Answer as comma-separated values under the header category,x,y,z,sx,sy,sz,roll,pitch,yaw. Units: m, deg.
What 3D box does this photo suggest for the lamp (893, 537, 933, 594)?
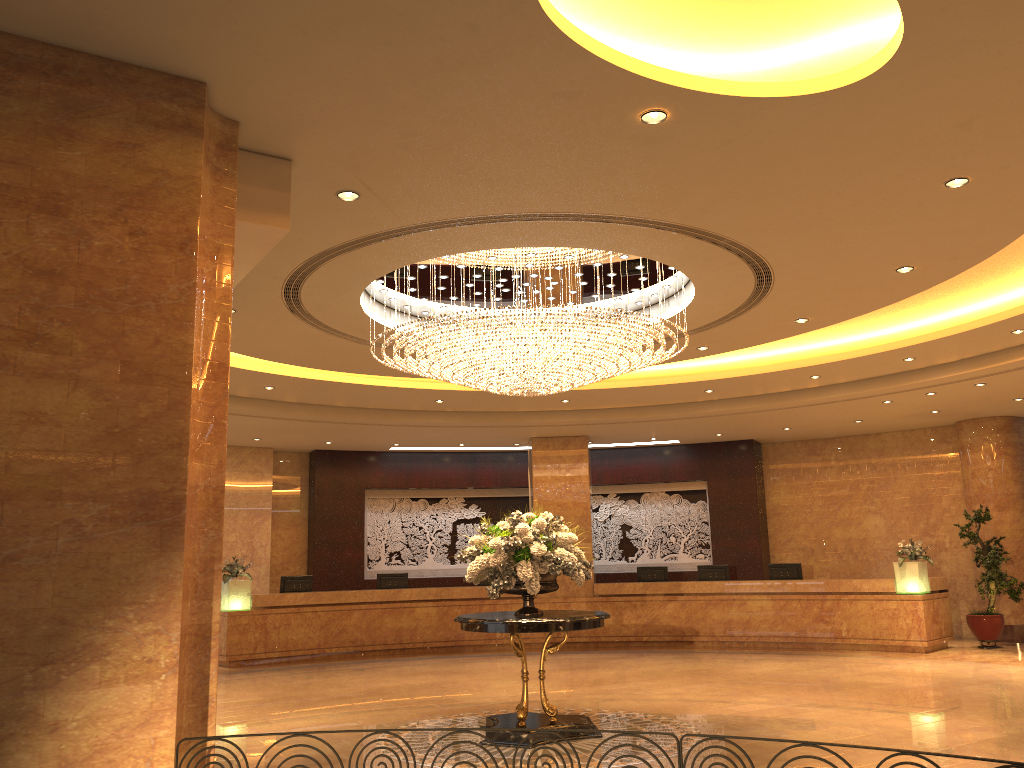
category,x,y,z,sx,sy,sz,roll,pitch,yaw
lamp,6.625,2.977,14.576,0.606,0.897,0.532,-10,-14,36

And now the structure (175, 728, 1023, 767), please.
category,x,y,z,sx,sy,sz,roll,pitch,yaw
structure,1.163,1.447,0.910,3.815,0.995,7.624,1,-12,-13

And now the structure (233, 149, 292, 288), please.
category,x,y,z,sx,sy,sz,roll,pitch,yaw
structure,-2.683,-0.860,7.305,0.425,0.483,4.113,6,-13,-31

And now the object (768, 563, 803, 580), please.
category,x,y,z,sx,sy,sz,roll,pitch,yaw
object,5.009,3.533,16.222,0.430,0.500,0.531,4,-12,-24

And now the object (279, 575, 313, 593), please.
category,x,y,z,sx,sy,sz,roll,pitch,yaw
object,-3.916,3.733,16.091,0.531,0.500,0.430,-2,-11,5

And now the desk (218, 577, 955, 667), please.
category,x,y,z,sx,sy,sz,roll,pitch,yaw
desk,1.022,4.244,16.101,12.951,1.155,3.466,-2,-11,2

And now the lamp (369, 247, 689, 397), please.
category,x,y,z,sx,sy,sz,roll,pitch,yaw
lamp,0.171,-0.481,9.059,3.206,1.196,3.204,-2,-11,5

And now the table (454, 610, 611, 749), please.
category,x,y,z,sx,sy,sz,roll,pitch,yaw
table,0.206,2.736,8.378,1.493,1.089,1.493,8,-14,-38

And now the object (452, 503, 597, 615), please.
category,x,y,z,sx,sy,sz,roll,pitch,yaw
object,0.147,1.718,8.599,1.277,0.999,1.318,-1,-11,-1

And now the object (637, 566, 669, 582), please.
category,x,y,z,sx,sy,sz,roll,pitch,yaw
object,2.719,3.771,17.112,0.430,0.500,0.531,7,-14,-35

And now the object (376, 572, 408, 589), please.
category,x,y,z,sx,sy,sz,roll,pitch,yaw
object,-2.275,3.845,16.850,0.531,0.500,0.430,-5,-12,18

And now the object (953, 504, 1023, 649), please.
category,x,y,z,sx,sy,sz,roll,pitch,yaw
object,8.023,3.210,14.913,0.843,2.363,1.250,-10,-14,38

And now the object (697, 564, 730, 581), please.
category,x,y,z,sx,sy,sz,roll,pitch,yaw
object,3.819,3.675,16.772,0.430,0.500,0.531,5,-13,-29

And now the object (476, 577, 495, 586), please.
category,x,y,z,sx,sy,sz,roll,pitch,yaw
object,-0.406,3.887,17.292,0.531,0.500,0.430,-8,-13,29

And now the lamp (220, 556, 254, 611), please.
category,x,y,z,sx,sy,sz,roll,pitch,yaw
lamp,-4.728,3.389,15.118,0.577,0.925,0.542,5,-13,-29
